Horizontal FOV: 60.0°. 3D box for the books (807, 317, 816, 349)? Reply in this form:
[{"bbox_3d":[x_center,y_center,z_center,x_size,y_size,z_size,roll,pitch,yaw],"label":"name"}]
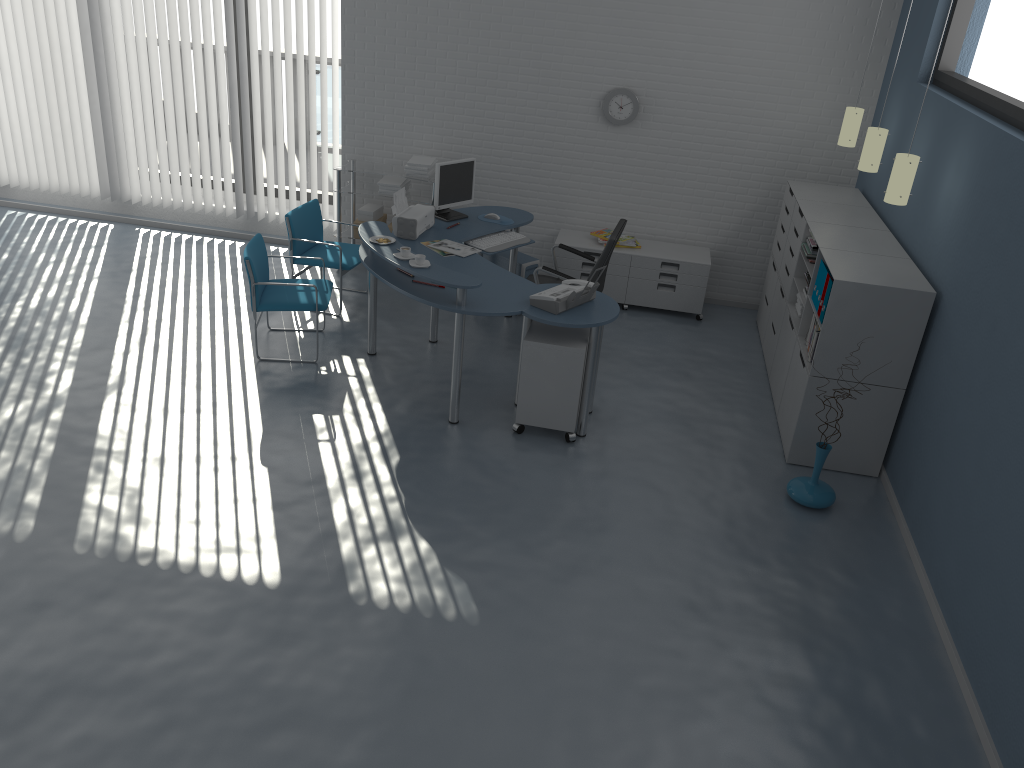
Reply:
[{"bbox_3d":[1.835,-0.289,5.211,0.157,0.198,0.022,9,27,6],"label":"books"}]

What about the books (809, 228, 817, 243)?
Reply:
[{"bbox_3d":[1.992,-0.924,5.580,0.212,0.024,0.258,9,27,6],"label":"books"}]

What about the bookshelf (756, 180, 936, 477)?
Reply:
[{"bbox_3d":[2.103,-0.503,5.926,0.521,1.141,2.294,9,27,6],"label":"bookshelf"}]

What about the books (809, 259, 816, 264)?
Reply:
[{"bbox_3d":[1.982,-0.803,5.637,0.209,0.019,0.265,9,27,6],"label":"books"}]

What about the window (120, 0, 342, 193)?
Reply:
[{"bbox_3d":[-2.946,-3.114,7.858,3.635,2.562,0.008,9,27,6],"label":"window"}]

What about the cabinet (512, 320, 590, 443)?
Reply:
[{"bbox_3d":[0.261,-0.058,5.318,0.383,0.605,0.559,10,27,8],"label":"cabinet"}]

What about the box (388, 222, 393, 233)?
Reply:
[{"bbox_3d":[-0.895,-1.280,7.388,0.207,0.133,0.347,9,27,7],"label":"box"}]

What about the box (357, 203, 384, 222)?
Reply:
[{"bbox_3d":[-1.175,-1.423,7.371,0.139,0.090,0.234,11,27,11],"label":"box"}]

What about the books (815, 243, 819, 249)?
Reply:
[{"bbox_3d":[1.999,-0.888,5.574,0.187,0.034,0.298,9,27,6],"label":"books"}]

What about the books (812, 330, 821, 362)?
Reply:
[{"bbox_3d":[1.798,-0.194,5.012,0.157,0.203,0.040,9,27,6],"label":"books"}]

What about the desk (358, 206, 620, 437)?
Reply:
[{"bbox_3d":[-0.304,-0.555,5.865,1.402,0.900,2.282,-3,28,-16],"label":"desk"}]

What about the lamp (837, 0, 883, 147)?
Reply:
[{"bbox_3d":[2.429,-2.475,5.847,0.120,1.786,0.120,-11,31,-30],"label":"lamp"}]

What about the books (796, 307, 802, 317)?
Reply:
[{"bbox_3d":[1.998,-0.459,5.780,0.270,0.015,0.190,9,27,6],"label":"books"}]

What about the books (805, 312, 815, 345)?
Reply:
[{"bbox_3d":[1.846,-0.318,5.266,0.157,0.203,0.040,9,27,6],"label":"books"}]

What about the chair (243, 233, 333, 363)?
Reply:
[{"bbox_3d":[-1.483,-0.580,5.912,0.543,0.707,0.542,2,27,-7],"label":"chair"}]

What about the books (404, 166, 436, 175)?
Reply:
[{"bbox_3d":[-0.739,-1.738,7.156,0.190,0.015,0.270,9,27,8],"label":"books"}]

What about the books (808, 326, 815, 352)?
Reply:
[{"bbox_3d":[1.825,-0.254,5.169,0.157,0.172,0.021,9,27,6],"label":"books"}]

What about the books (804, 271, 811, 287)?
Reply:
[{"bbox_3d":[1.922,-0.612,5.433,0.224,0.041,0.283,9,27,6],"label":"books"}]

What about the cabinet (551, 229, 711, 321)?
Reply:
[{"bbox_3d":[0.962,-0.899,7.244,1.259,0.484,0.447,9,27,6],"label":"cabinet"}]

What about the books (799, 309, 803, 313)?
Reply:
[{"bbox_3d":[2.002,-0.481,5.759,0.270,0.015,0.190,9,27,8],"label":"books"}]

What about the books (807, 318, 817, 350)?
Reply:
[{"bbox_3d":[1.831,-0.279,5.186,0.157,0.203,0.032,9,27,6],"label":"books"}]

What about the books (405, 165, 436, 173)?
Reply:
[{"bbox_3d":[-0.736,-1.753,7.154,0.190,0.015,0.270,9,27,6],"label":"books"}]

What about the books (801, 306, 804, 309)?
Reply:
[{"bbox_3d":[2.007,-0.509,5.747,0.270,0.015,0.190,10,27,9],"label":"books"}]

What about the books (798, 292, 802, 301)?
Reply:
[{"bbox_3d":[2.005,-0.539,5.740,0.270,0.015,0.190,6,27,2],"label":"books"}]

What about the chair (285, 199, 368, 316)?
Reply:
[{"bbox_3d":[-1.372,-0.962,6.688,0.543,0.707,0.542,11,27,11],"label":"chair"}]

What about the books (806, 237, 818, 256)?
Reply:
[{"bbox_3d":[1.986,-0.862,5.608,0.212,0.044,0.265,9,27,6],"label":"books"}]

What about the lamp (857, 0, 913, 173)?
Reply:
[{"bbox_3d":[2.295,-2.129,5.138,0.120,1.786,0.120,-11,31,-30],"label":"lamp"}]

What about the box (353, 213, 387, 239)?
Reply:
[{"bbox_3d":[-1.184,-1.324,7.421,0.207,0.133,0.347,6,27,2],"label":"box"}]

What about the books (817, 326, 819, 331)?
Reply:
[{"bbox_3d":[1.813,-0.229,5.084,0.155,0.203,0.017,9,27,6],"label":"books"}]

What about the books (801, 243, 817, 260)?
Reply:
[{"bbox_3d":[1.974,-0.834,5.638,0.234,0.034,0.240,9,27,6],"label":"books"}]

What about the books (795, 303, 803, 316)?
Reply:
[{"bbox_3d":[1.999,-0.472,5.773,0.270,0.015,0.190,7,27,4],"label":"books"}]

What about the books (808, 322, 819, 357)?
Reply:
[{"bbox_3d":[1.813,-0.248,5.106,0.166,0.217,0.038,9,27,6],"label":"books"}]

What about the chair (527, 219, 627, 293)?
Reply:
[{"bbox_3d":[0.381,-0.673,6.172,0.652,0.948,0.584,11,27,11],"label":"chair"}]

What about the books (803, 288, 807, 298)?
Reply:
[{"bbox_3d":[1.918,-0.522,5.467,0.212,0.034,0.265,9,27,6],"label":"books"}]

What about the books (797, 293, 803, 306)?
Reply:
[{"bbox_3d":[1.997,-0.531,5.757,0.270,0.015,0.190,9,27,6],"label":"books"}]

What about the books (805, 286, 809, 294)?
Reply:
[{"bbox_3d":[1.917,-0.539,5.436,0.212,0.023,0.224,9,27,6],"label":"books"}]

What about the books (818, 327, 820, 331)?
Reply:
[{"bbox_3d":[1.810,-0.241,5.057,0.157,0.247,0.021,9,27,6],"label":"books"}]

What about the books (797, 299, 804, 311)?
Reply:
[{"bbox_3d":[1.998,-0.496,5.754,0.270,0.015,0.190,9,27,6],"label":"books"}]

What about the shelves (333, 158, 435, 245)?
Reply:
[{"bbox_3d":[-0.996,-1.363,7.392,0.896,0.848,0.441,9,27,7],"label":"shelves"}]

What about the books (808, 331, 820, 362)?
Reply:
[{"bbox_3d":[1.795,-0.202,5.049,0.173,0.184,0.032,9,27,6],"label":"books"}]

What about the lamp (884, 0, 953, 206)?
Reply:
[{"bbox_3d":[2.161,-1.783,4.429,0.120,1.786,0.120,-11,31,-30],"label":"lamp"}]

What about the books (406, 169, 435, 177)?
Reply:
[{"bbox_3d":[-0.731,-1.725,7.165,0.190,0.015,0.270,7,27,4],"label":"books"}]

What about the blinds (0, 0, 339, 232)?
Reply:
[{"bbox_3d":[-3.405,-2.987,7.455,4.001,2.955,0.158,9,27,6],"label":"blinds"}]
